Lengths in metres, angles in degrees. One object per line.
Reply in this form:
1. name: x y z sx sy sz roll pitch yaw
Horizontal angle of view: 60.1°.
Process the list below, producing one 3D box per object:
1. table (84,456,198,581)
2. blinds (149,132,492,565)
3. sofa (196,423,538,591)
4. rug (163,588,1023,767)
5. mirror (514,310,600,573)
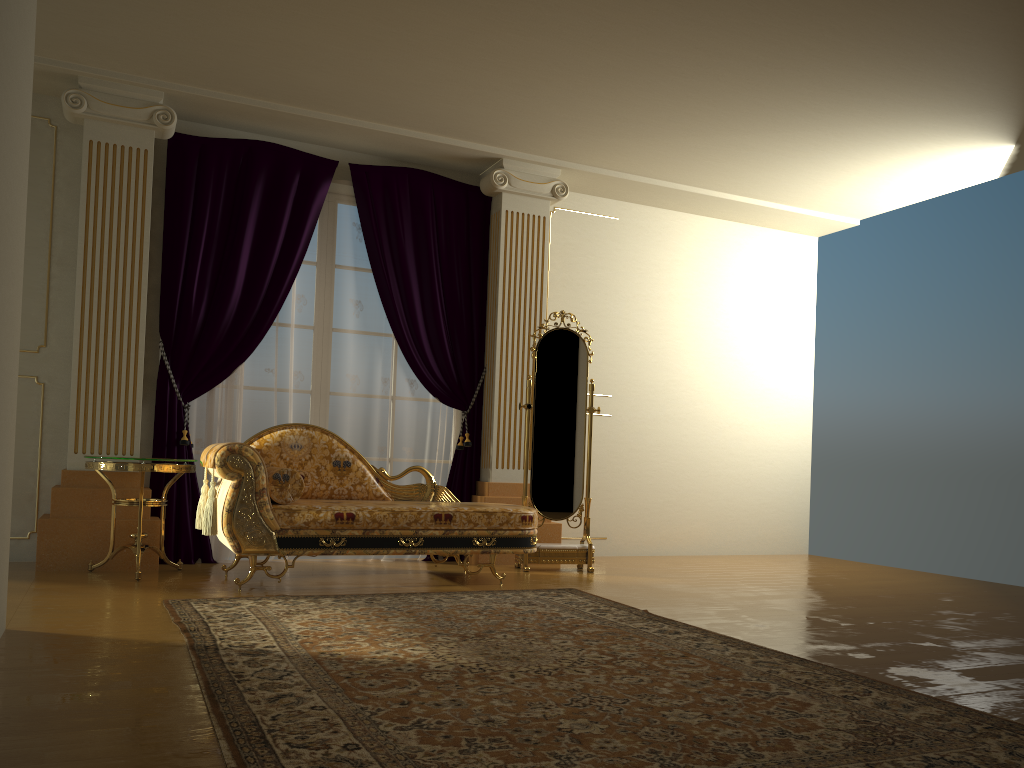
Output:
1. table: -2.022 0.720 4.801 0.571 0.641 0.573 1 -3 21
2. blinds: -1.182 -0.160 5.809 2.238 2.647 0.339 3 -2 -24
3. sofa: -0.753 0.664 4.941 1.896 0.869 0.694 4 -3 -24
4. rug: 0.014 0.945 3.047 2.120 0.017 3.085 5 -6 -24
5. mirror: 0.304 0.364 5.754 0.542 1.696 0.243 3 -1 -14
